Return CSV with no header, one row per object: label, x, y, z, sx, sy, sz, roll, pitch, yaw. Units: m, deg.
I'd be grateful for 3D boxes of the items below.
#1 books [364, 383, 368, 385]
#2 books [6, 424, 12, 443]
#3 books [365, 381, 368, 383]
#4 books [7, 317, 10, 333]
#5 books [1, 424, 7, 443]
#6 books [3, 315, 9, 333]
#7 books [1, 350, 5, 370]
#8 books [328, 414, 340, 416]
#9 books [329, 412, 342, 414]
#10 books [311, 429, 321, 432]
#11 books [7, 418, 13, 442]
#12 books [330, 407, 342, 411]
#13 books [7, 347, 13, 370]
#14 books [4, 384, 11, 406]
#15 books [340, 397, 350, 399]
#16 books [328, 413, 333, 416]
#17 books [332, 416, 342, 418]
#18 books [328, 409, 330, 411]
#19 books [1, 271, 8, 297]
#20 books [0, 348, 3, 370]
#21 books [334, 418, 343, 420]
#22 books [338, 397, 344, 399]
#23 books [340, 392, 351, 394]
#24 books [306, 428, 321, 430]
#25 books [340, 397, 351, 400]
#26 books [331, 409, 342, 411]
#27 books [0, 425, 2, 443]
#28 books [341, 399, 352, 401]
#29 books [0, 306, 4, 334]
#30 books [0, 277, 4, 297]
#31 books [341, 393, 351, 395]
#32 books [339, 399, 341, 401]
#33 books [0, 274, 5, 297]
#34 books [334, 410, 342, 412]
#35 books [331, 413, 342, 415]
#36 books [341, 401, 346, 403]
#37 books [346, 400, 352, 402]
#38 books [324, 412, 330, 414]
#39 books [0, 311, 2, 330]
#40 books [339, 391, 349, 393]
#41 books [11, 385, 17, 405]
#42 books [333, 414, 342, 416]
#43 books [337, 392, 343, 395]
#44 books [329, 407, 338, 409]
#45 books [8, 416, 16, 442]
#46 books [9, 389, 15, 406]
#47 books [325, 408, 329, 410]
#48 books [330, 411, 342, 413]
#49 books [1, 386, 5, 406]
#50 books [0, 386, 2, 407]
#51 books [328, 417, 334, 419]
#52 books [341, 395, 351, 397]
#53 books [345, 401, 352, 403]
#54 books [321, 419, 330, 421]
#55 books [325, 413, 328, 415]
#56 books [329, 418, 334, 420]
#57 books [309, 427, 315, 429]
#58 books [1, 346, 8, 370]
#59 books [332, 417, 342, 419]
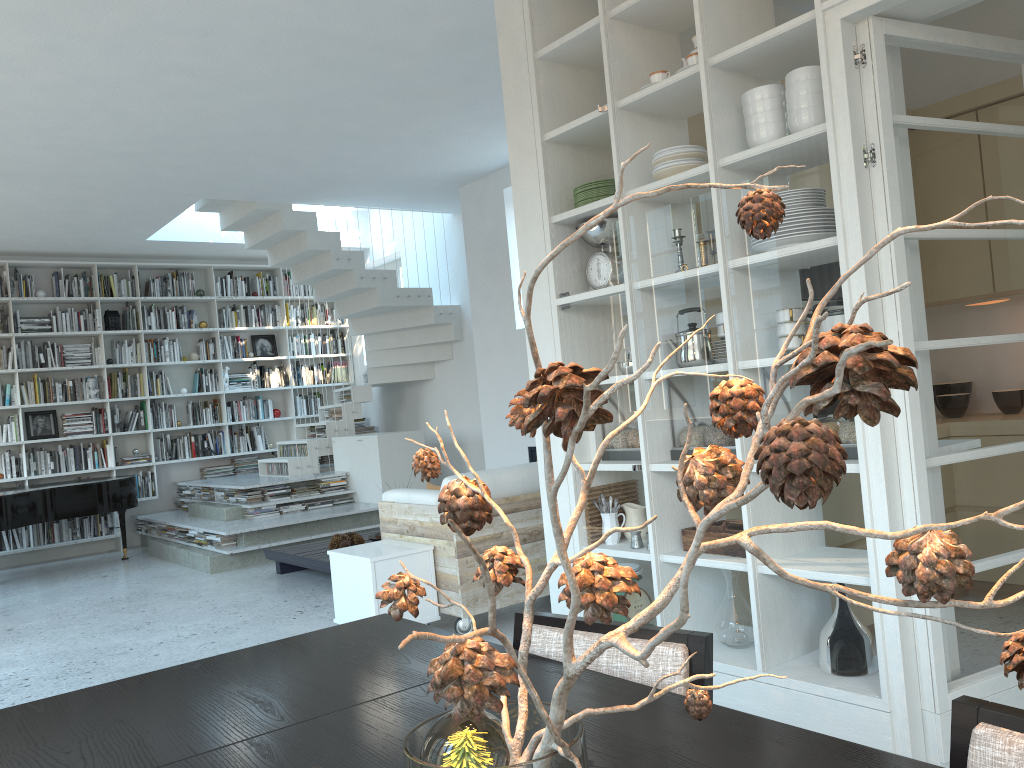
books,-1.628,-0.013,10.548,0.182,0.011,0.253,-5,-1,-30
books,-5.186,0.509,9.129,0.024,0.188,0.172,-5,-1,-37
books,-1.629,-0.033,10.549,0.169,0.010,0.283,-5,-1,-22
books,-5.231,-0.595,9.209,0.019,0.194,0.098,-5,-1,-37
books,-5.215,0.511,9.101,0.057,0.188,0.156,-5,-1,-37
books,-5.247,-0.603,9.189,0.028,0.212,0.134,-5,-1,-37
books,-5.257,-0.237,9.137,0.024,0.216,0.142,-5,-1,-37
books,-1.857,0.329,9.719,0.295,0.006,0.146,-5,-1,-3
books,-1.859,0.311,9.719,0.295,0.007,0.146,-5,-1,-7
books,-2.193,0.528,10.129,0.140,0.022,0.181,-4,-1,-44
books,-5.168,0.479,9.131,0.012,0.244,0.171,-5,-1,-37
books,-1.864,0.267,9.730,0.234,0.025,0.157,-5,-1,0
books,-5.186,-0.254,9.153,0.064,0.237,0.209,-5,-1,-37
books,-5.202,0.122,9.133,0.060,0.227,0.179,-5,-1,-37
books,-1.814,0.149,10.034,0.186,0.009,0.261,-5,-1,-27
books,-1.940,0.330,9.956,0.178,0.035,0.222,-5,-1,-32
books,-1.856,0.352,9.733,0.221,0.011,0.180,-5,-1,-6
books,-1.953,0.280,9.968,0.166,0.017,0.190,-5,-1,-34
books,-5.253,-1.010,9.183,0.026,0.288,0.176,-5,-1,-37
books,-5.271,-0.243,9.127,0.011,0.229,0.166,-5,-1,-37
books,-1.854,0.383,9.741,0.206,0.012,0.183,-5,-1,-10
books,-1.911,0.155,10.315,0.170,0.006,0.268,-5,-1,-26
books,-1.823,0.098,10.032,0.191,0.013,0.243,-5,-1,-26
books,-2.215,0.507,10.114,0.198,0.006,0.188,-4,-1,-41
books,-1.820,0.161,10.030,0.190,0.014,0.244,-5,-1,-24
books,-1.862,0.282,9.722,0.254,0.005,0.161,-5,-1,-5
books,-5.258,0.518,9.087,0.030,0.183,0.154,-5,-1,-37
books,-1.818,0.175,10.030,0.182,0.013,0.287,-5,-1,-23
books,-5.270,-0.647,9.144,0.058,0.302,0.175,-5,-1,-37
books,-5.280,-0.976,9.156,0.026,0.225,0.172,-5,-1,-37
books,-1.814,0.108,10.036,0.174,0.009,0.240,-5,-1,-28
books,-1.907,0.178,10.316,0.166,0.018,0.264,-5,-1,-18
books,-5.271,-0.998,9.174,0.014,0.267,0.171,-5,-1,-37
books,-1.862,0.292,9.737,0.184,0.016,0.179,-5,-1,-9
books,-1.859,0.321,9.734,0.231,0.011,0.171,-5,-1,-1
books,-1.894,0.201,10.320,0.149,0.014,0.228,-5,-1,-25
books,-1.791,0.186,10.044,0.130,0.014,0.249,-5,-1,-24
books,-2.047,0.322,10.233,0.149,0.017,0.240,-5,-1,-39
books,-5.281,-0.627,9.135,0.055,0.264,0.167,-5,-1,-37
books,-1.910,0.088,10.318,0.165,0.014,0.236,-5,-1,-20
books,-5.158,0.124,9.191,0.026,0.217,0.126,-5,-1,-37
books,-1.856,0.339,9.719,0.214,0.014,0.138,-5,-1,-10
books,-1.918,0.104,10.314,0.190,0.015,0.230,-5,-1,-23
books,-1.957,0.268,9.973,0.155,0.009,0.155,-5,-1,-37
books,-5.157,0.466,9.148,0.027,0.269,0.178,-5,-1,-37
books,-5.176,0.144,9.173,0.027,0.181,0.142,-5,-1,-37
books,-2.053,0.282,10.231,0.157,0.014,0.180,-5,-1,-39
books,-1.859,0.304,9.719,0.295,0.007,0.146,-5,-1,-3
books,-5.250,0.131,9.125,0.026,0.219,0.150,-5,-1,-37
books,-5.271,0.114,9.111,0.022,0.256,0.152,-5,-1,-37
books,-1.944,0.372,9.967,0.199,0.014,0.177,-5,-1,-33
books,-1.815,0.128,10.034,0.176,0.007,0.254,-5,-1,-29
books,-1.790,0.200,10.043,0.136,0.013,0.258,-5,-1,-25
books,-2.054,0.409,10.221,0.190,0.018,0.287,-5,-1,-38
books,-2.041,0.340,10.236,0.143,0.019,0.231,-5,-1,-38
books,-1.959,0.389,9.991,0.184,0.016,0.128,-5,-1,-30
books,-2.200,0.497,10.127,0.160,0.012,0.195,-4,-1,-40
books,-5.235,-0.260,9.144,0.022,0.257,0.155,-5,-1,-37
books,-1.854,0.371,9.735,0.215,0.013,0.189,-5,-1,-5
